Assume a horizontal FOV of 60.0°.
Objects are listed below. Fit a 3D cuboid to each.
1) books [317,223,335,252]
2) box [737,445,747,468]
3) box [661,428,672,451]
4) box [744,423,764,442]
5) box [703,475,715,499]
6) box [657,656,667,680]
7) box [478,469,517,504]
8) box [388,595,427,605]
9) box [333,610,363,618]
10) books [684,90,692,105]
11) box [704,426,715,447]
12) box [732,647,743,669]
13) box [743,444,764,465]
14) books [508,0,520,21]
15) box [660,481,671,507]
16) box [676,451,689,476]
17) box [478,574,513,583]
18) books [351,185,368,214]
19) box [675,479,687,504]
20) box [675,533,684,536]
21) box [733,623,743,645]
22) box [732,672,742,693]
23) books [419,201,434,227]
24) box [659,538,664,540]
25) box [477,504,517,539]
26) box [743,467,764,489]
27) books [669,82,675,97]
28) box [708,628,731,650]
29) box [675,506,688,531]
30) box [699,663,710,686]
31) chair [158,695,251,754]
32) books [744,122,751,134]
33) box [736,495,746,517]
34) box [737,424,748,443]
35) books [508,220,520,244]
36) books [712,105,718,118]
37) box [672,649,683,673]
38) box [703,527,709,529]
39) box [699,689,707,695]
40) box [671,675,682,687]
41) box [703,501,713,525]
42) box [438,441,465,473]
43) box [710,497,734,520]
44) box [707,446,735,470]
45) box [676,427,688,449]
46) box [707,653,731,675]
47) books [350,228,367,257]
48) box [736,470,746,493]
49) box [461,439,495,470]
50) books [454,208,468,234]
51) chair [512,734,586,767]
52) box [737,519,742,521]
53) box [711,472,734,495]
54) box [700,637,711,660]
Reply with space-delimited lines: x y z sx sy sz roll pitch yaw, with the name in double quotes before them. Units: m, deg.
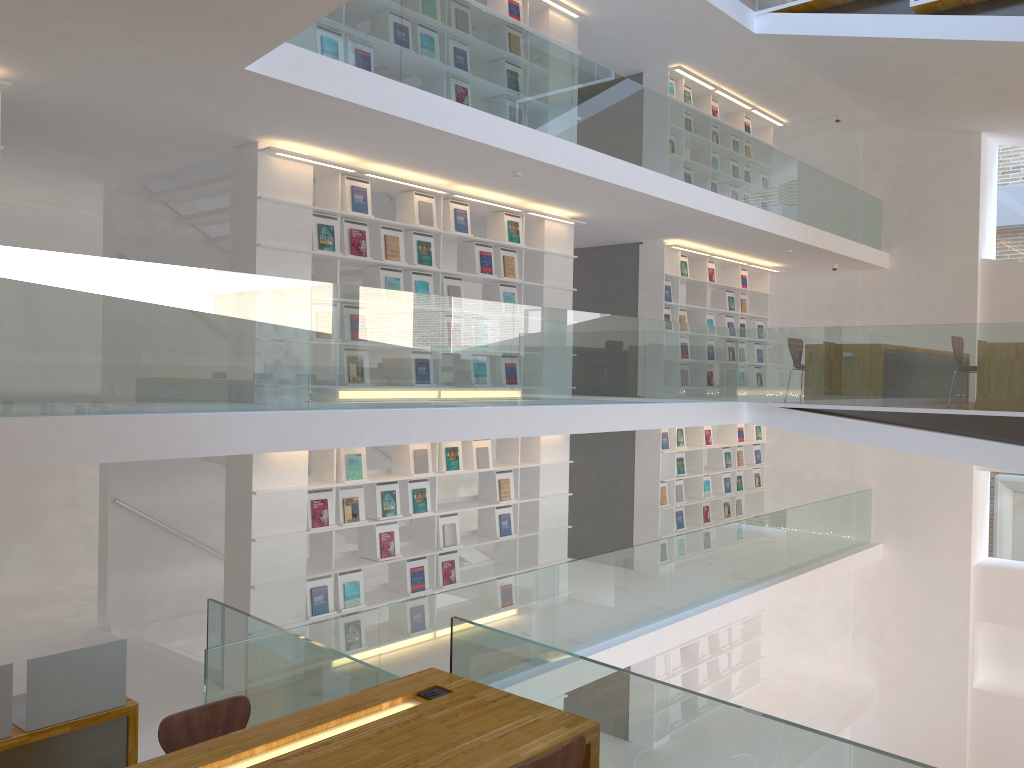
"books" -1.389 -1.088 6.637 0.037 0.210 0.145 2 1 41
"box" 3.010 0.972 12.037 0.274 0.296 0.245 2 1 41
"box" 1.726 0.636 10.542 0.274 0.296 0.245 2 1 41
"box" 3.361 0.647 12.431 0.274 0.296 0.245 2 1 41
"box" 2.415 1.296 11.360 0.274 0.296 0.245 2 1 41
"box" 1.672 3.326 10.567 0.274 0.296 0.245 2 1 41
"box" -0.132 0.947 8.311 0.274 0.296 0.245 2 1 41
"box" -0.865 1.927 7.495 0.274 0.296 0.245 2 1 41
"box" -1.322 1.923 6.968 0.274 0.296 0.245 2 1 41
"books" 2.123 -3.432 10.714 0.037 0.210 0.145 2 1 41
"box" 2.415 0.638 11.335 0.274 0.296 0.245 2 1 41
"box" 2.964 3.666 12.070 0.274 0.296 0.245 2 1 41
"box" 3.354 0.975 12.434 0.274 0.296 0.245 2 1 41
"books" 0.022 -3.433 8.190 0.037 0.210 0.145 2 1 41
"box" 1.712 1.290 10.547 0.274 0.296 0.245 2 1 41
"box" 1.979 0.959 10.845 0.274 0.296 0.245 2 1 41
"box" -0.134 1.933 8.340 0.274 0.296 0.245 2 1 41
"books" -1.178 -1.421 6.863 0.037 0.210 0.145 2 1 41
"box" 1.958 1.292 10.831 0.274 0.296 0.245 2 1 41
"box" 1.978 1.950 10.875 0.274 0.296 0.245 2 1 41
"box" 2.958 3.337 12.052 0.274 0.296 0.245 2 1 41
"box" 2.951 3.994 12.066 0.274 0.296 0.245 2 1 41
"books" -0.715 -1.415 7.398 0.037 0.210 0.145 2 1 41
"box" 1.698 1.949 10.552 0.274 0.296 0.245 2 1 41
"box" -0.137 1.276 8.315 0.274 0.296 0.245 2 1 41
"box" 3.356 1.303 12.447 0.274 0.296 0.245 2 1 41
"books" 1.861 -3.439 10.411 0.037 0.210 0.145 2 1 41
"box" 2.727 3.335 11.786 0.274 0.296 0.245 2 1 41
"box" 1.977 1.621 10.864 0.274 0.296 0.245 2 1 41
"box" 2.360 3.661 11.372 0.274 0.296 0.245 2 1 41
"chair" -1.073 1.603 3.347 0.381 0.693 0.428 2 1 41
"books" 3.168 -3.408 11.922 0.037 0.210 0.145 2 1 41
"box" 3.004 1.630 12.050 0.274 0.296 0.245 2 1 41
"box" 3.017 0.645 12.034 0.274 0.296 0.245 2 1 41
"books" 0.018 -1.409 8.246 0.037 0.210 0.145 2 1 41
"books" 2.573 -3.413 11.235 0.037 0.210 0.145 2 1 41
"box" 1.918 3.328 10.851 0.274 0.296 0.245 2 1 41
"box" 2.393 1.954 11.355 0.274 0.296 0.245 2 1 41
"box" 2.353 3.990 11.375 0.274 0.296 0.245 2 1 41
"box" 1.937 3.657 10.883 0.274 0.296 0.245 2 1 41
"box" 2.399 1.625 11.352 0.274 0.296 0.245 2 1 41
"box" -0.588 0.615 7.773 0.274 0.296 0.245 2 1 41
"box" 2.769 1.628 11.780 0.274 0.296 0.245 2 1 41
"box" 2.773 0.971 11.763 0.274 0.296 0.245 2 1 41
"box" 1.970 0.636 10.824 0.274 0.296 0.245 2 1 41
"box" 2.730 3.664 11.799 0.274 0.296 0.245 2 1 41
"books" -1.188 -1.090 6.867 0.037 0.210 0.145 2 1 41
"box" 2.997 1.301 12.033 0.274 0.296 0.245 2 1 41
"box" -2.616 2.342 5.477 0.498 3.764 7.125 2 1 41
"books" -0.440 -1.414 7.716 0.037 0.210 0.145 2 1 41
"chair" -0.051 1.316 2.464 0.381 0.693 0.428 2 1 41
"box" 2.991 1.958 12.046 0.274 0.296 0.245 2 1 41
"box" 2.767 1.299 11.766 0.274 0.296 0.245 2 1 41
"box" 2.375 3.332 11.379 0.274 0.296 0.245 2 1 41
